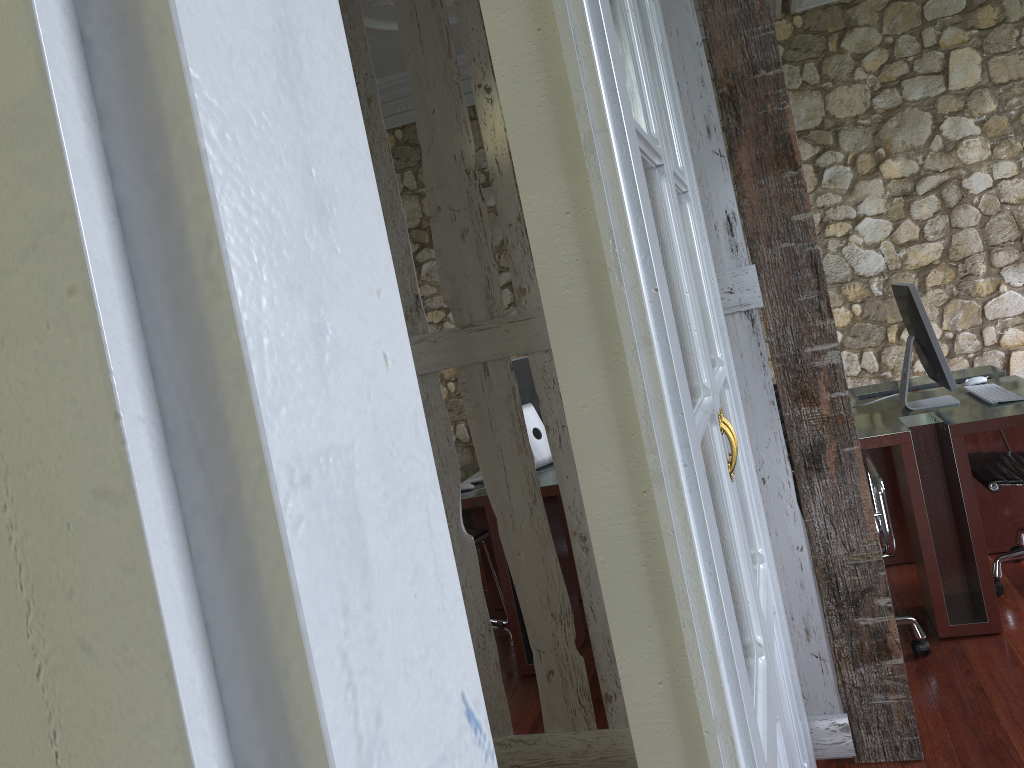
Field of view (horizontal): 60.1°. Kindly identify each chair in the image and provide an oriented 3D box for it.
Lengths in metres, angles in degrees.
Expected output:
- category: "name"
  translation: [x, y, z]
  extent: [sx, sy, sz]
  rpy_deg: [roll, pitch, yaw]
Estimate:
- category: "chair"
  translation: [2.035, 0.234, 3.287]
  extent: [0.696, 1.022, 0.668]
  rpy_deg: [-11, 2, 21]
- category: "chair"
  translation: [0.978, 0.471, 3.015]
  extent: [0.664, 1.022, 0.701]
  rpy_deg: [-11, 2, 11]
- category: "chair"
  translation: [-0.450, 0.746, 4.165]
  extent: [0.478, 0.919, 0.598]
  rpy_deg: [-13, 2, -43]

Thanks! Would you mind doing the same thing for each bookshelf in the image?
- category: "bookshelf"
  translation: [0.248, 0.758, 5.375]
  extent: [1.191, 0.459, 0.438]
  rpy_deg: [-11, 2, 16]

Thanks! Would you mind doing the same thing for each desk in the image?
- category: "desk"
  translation: [0.955, 0.565, 3.875]
  extent: [2.499, 0.727, 1.306]
  rpy_deg: [-11, 3, 17]

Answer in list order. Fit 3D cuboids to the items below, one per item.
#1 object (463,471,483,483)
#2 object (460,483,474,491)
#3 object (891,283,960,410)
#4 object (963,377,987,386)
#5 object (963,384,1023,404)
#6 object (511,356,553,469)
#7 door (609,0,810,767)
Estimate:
- category: "object"
  translation: [-0.111, 0.396, 4.012]
  extent: [0.118, 0.017, 0.441]
  rpy_deg: [-11, 4, 17]
- category: "object"
  translation: [-0.209, 0.430, 3.699]
  extent: [0.106, 0.028, 0.059]
  rpy_deg: [-11, 3, 15]
- category: "object"
  translation: [1.587, -0.158, 3.472]
  extent: [0.189, 0.485, 0.486]
  rpy_deg: [-11, 2, 17]
- category: "object"
  translation: [1.932, -0.013, 3.699]
  extent: [0.106, 0.028, 0.059]
  rpy_deg: [-13, 3, -15]
- category: "object"
  translation: [1.836, 0.034, 3.387]
  extent: [0.118, 0.017, 0.441]
  rpy_deg: [-11, 4, 17]
- category: "object"
  translation: [0.043, 0.131, 3.930]
  extent: [0.188, 0.485, 0.487]
  rpy_deg: [-11, 2, 42]
- category: "door"
  translation: [0.362, 0.098, 1.584]
  extent: [0.040, 2.178, 1.062]
  rpy_deg: [-12, 1, 17]
